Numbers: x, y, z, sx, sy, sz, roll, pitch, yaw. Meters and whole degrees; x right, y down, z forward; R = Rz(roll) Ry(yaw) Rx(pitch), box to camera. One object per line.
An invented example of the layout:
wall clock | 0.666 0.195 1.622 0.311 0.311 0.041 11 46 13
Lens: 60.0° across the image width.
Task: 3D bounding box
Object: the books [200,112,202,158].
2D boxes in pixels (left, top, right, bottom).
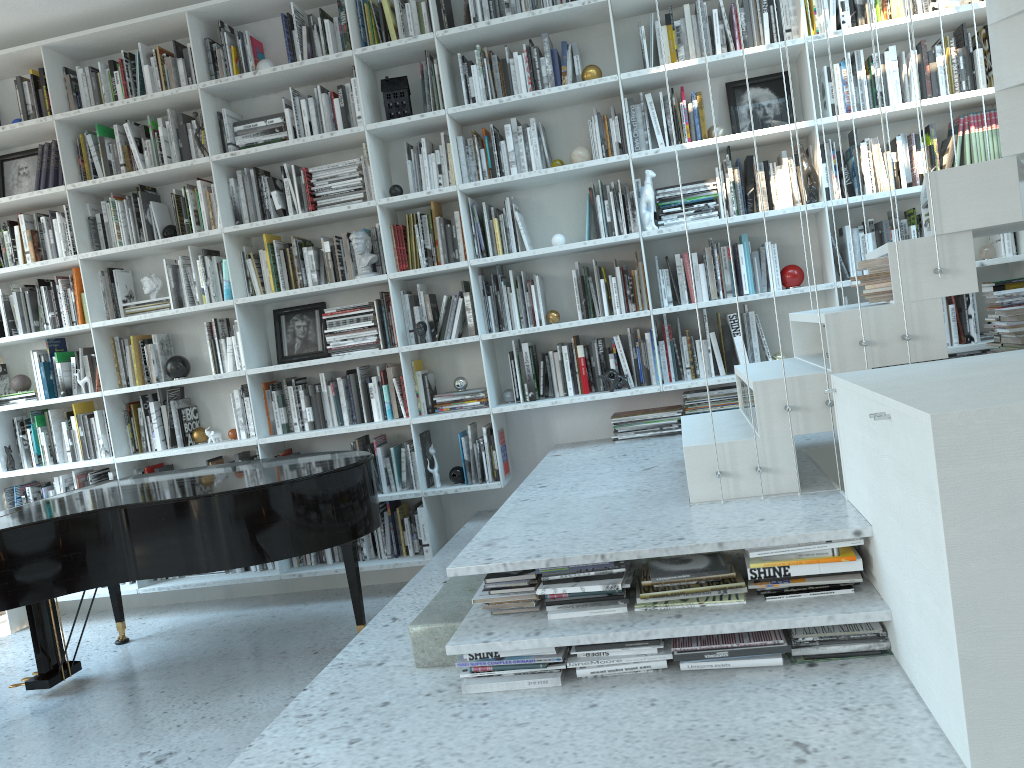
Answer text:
books | -1.615 -1.296 4.730 0.055 0.264 0.166 -8 4 11

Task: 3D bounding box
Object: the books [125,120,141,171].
books | -2.034 -1.266 4.831 0.013 0.315 0.135 -8 4 11

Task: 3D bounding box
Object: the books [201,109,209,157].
books | -1.603 -1.318 4.726 0.058 0.303 0.174 -8 4 11

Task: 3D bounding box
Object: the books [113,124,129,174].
books | -2.086 -1.247 4.824 0.023 0.293 0.155 -8 4 11

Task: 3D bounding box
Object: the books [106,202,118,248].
books | -2.143 -0.854 4.869 0.024 0.262 0.177 -8 4 11

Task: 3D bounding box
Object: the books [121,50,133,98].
books | -2.031 -1.627 4.778 0.010 0.299 0.150 -8 4 11

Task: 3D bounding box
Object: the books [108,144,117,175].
books | -2.129 -1.195 4.844 0.024 0.201 0.153 -8 4 11

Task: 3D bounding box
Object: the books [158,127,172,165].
books | -1.819 -1.249 4.764 0.021 0.226 0.191 -8 4 11

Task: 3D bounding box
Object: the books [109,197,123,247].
books | -2.120 -0.867 4.854 0.010 0.284 0.183 -8 4 11

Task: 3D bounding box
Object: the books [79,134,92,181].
books | -2.293 -1.214 4.868 0.013 0.284 0.158 -8 4 11

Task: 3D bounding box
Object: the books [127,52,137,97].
books | -1.991 -1.621 4.768 0.013 0.276 0.164 -8 4 11

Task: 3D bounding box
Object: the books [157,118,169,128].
books | -1.843 -1.278 4.790 0.026 0.287 0.137 -8 4 11

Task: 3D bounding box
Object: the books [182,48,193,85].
books | -1.682 -1.644 4.717 0.026 0.237 0.149 -8 4 11

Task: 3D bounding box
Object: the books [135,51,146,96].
books | -1.960 -1.624 4.759 0.052 0.273 0.172 -8 4 11

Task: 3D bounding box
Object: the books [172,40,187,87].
books | -1.734 -1.661 4.721 0.013 0.286 0.159 -8 4 11

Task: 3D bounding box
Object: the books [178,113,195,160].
books | -1.724 -1.296 4.771 0.022 0.291 0.146 -8 4 11

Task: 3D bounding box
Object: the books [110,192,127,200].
books | -2.128 -0.884 4.876 0.011 0.317 0.154 -8 4 11

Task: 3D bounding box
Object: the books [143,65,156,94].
books | -1.899 -1.591 4.757 0.031 0.190 0.181 -8 4 11

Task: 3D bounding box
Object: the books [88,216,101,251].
books | -2.257 -0.810 4.893 0.015 0.208 0.186 -8 4 11

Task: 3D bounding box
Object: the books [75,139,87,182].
books | -2.311 -1.197 4.858 0.023 0.256 0.174 -8 4 11

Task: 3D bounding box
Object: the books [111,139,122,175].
books | -2.106 -1.207 4.831 0.029 0.219 0.157 -8 4 11

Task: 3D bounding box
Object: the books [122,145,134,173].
books | -2.048 -1.196 4.832 0.034 0.180 0.160 -8 4 11

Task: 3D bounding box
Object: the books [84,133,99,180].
books | -2.269 -1.219 4.861 0.010 0.287 0.148 -8 4 11

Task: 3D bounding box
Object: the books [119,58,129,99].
books | -2.039 -1.602 4.779 0.013 0.252 0.183 -8 4 11

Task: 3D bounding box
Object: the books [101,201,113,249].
books | -2.179 -0.858 4.878 0.026 0.280 0.150 -8 4 11

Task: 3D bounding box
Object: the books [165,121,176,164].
books | -1.795 -1.271 4.776 0.028 0.261 0.135 -8 4 11

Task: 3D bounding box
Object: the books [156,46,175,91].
books | -1.817 -1.640 4.728 0.014 0.266 0.191 -8 4 11

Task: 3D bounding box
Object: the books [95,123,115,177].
books | -2.187 -1.243 4.834 0.012 0.315 0.171 -8 4 11

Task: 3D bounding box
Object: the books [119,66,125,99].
books | -2.049 -1.583 4.782 0.011 0.216 0.160 -8 4 11

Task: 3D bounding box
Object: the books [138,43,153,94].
books | -1.928 -1.650 4.765 0.014 0.315 0.166 -8 4 11

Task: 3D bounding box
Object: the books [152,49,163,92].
books | -1.856 -1.637 4.755 0.014 0.269 0.156 -8 4 11

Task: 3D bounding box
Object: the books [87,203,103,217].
books | -2.273 -0.848 4.909 0.012 0.285 0.159 -8 4 11

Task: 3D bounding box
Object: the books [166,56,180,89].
books | -1.760 -1.614 4.712 0.026 0.200 0.187 -8 4 11

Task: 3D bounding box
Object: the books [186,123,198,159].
books | -1.672 -1.268 4.747 0.022 0.223 0.161 -8 4 11

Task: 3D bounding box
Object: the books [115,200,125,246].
books | -2.083 -0.861 4.841 0.009 0.263 0.189 -8 4 11

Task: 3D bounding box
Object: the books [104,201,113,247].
books | -2.162 -0.858 4.870 0.012 0.276 0.157 -8 4 11

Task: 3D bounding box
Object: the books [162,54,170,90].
books | -1.795 -1.624 4.733 0.021 0.229 0.160 -8 4 11

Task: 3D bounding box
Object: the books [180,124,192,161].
books | -1.697 -1.262 4.748 0.030 0.218 0.182 -8 4 11

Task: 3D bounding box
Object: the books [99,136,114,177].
books | -2.161 -1.210 4.834 0.031 0.242 0.181 -8 4 11

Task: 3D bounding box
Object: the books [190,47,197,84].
books | -1.629 -1.645 4.694 0.026 0.225 0.172 -8 4 11

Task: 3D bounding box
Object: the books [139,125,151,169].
books | -1.939 -1.253 4.805 0.027 0.265 0.168 -8 4 11

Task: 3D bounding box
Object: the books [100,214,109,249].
books | -2.207 -0.825 4.906 0.024 0.219 0.140 -8 4 11

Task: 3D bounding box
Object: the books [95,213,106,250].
books | -2.233 -0.824 4.912 0.029 0.225 0.136 -8 4 11

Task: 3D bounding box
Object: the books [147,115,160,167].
books | -1.898 -1.280 4.787 0.012 0.308 0.145 -8 4 11

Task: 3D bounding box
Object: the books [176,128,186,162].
books | -1.741 -1.255 4.775 0.024 0.213 0.150 -8 4 11

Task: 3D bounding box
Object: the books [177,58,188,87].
books | -1.707 -1.614 4.714 0.031 0.185 0.176 -8 4 11

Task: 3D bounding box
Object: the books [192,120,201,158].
books | -1.648 -1.279 4.757 0.025 0.237 0.152 -8 4 11

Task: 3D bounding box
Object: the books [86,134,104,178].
books | -2.230 -1.218 4.861 0.067 0.275 0.167 -8 4 11

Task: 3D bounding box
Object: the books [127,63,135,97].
books | -2.005 -1.600 4.788 0.029 0.236 0.130 -8 4 11

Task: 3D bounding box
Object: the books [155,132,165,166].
books | -1.857 -1.236 4.783 0.010 0.208 0.173 -8 4 11

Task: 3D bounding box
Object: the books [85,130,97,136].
books | -2.278 -1.230 4.885 0.014 0.309 0.129 -8 4 11

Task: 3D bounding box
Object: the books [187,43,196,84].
books | -1.655 -1.660 4.719 0.030 0.261 0.151 -8 4 11

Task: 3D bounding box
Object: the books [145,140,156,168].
books | -1.908 -1.214 4.796 0.028 0.180 0.168 -8 4 11

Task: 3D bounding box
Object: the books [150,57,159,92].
books | -1.873 -1.618 4.759 0.026 0.236 0.134 -8 4 11

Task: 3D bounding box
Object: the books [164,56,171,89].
books | -1.779 -1.615 4.718 0.013 0.207 0.177 -8 4 11

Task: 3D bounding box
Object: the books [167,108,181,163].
books | -1.769 -1.300 4.755 0.011 0.314 0.183 -8 4 11

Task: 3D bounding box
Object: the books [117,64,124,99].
books | -2.061 -1.591 4.791 0.013 0.235 0.154 -8 4 11

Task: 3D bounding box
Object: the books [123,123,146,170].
books | -1.993 -1.255 4.798 0.075 0.286 0.178 -8 4 11
